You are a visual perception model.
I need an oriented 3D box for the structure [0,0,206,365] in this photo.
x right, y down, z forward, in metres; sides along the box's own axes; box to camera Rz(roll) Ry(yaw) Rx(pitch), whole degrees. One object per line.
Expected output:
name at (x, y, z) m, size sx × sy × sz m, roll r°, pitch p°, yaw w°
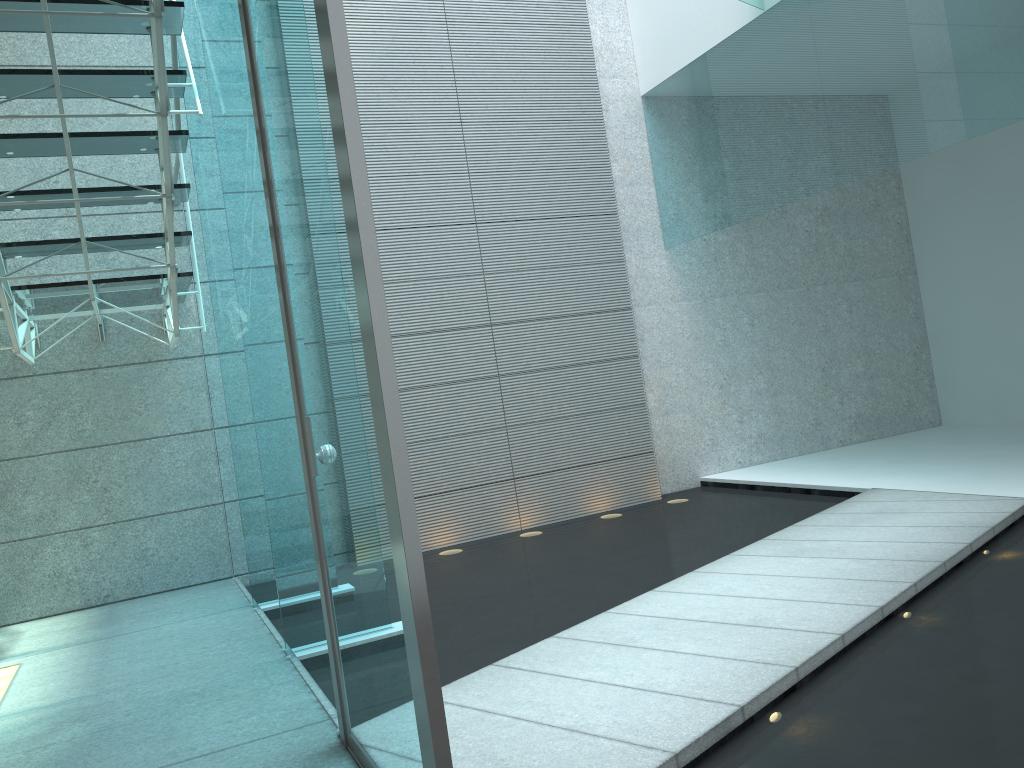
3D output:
structure at (-2.190, -1.893, 3.024) m, size 1.913 × 6.015 × 3.286 m, roll -8°, pitch -2°, yaw -23°

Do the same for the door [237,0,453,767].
door at (-0.373, -0.170, 1.849) m, size 0.076 × 2.067 × 0.863 m, roll -8°, pitch -2°, yaw -23°
